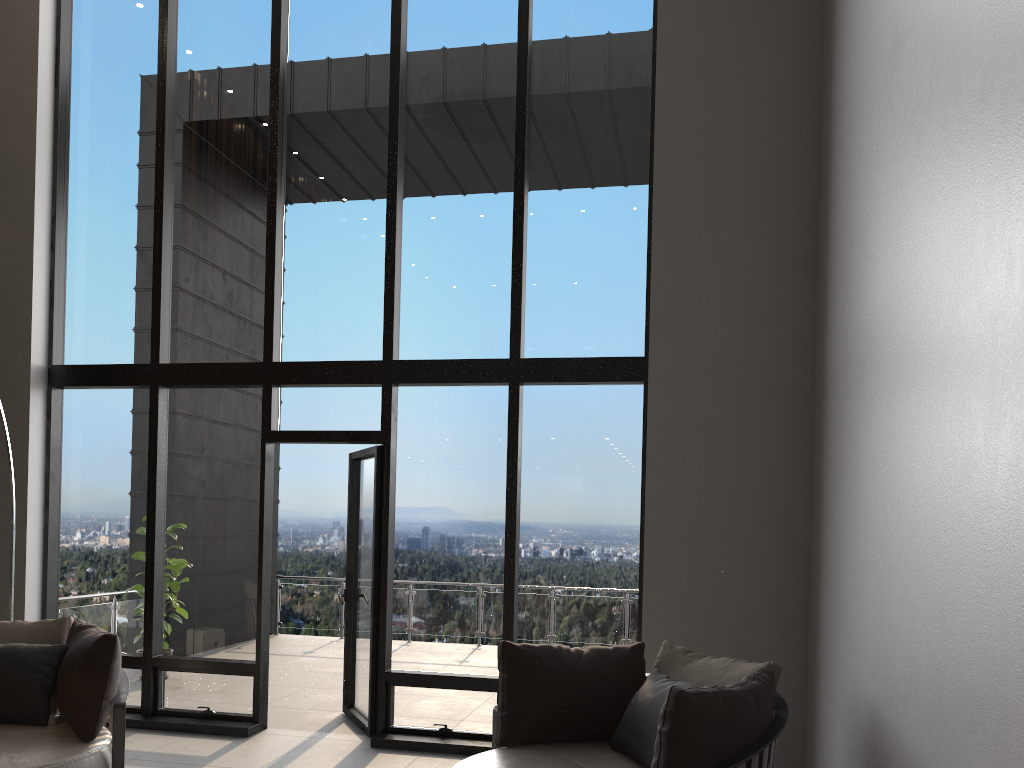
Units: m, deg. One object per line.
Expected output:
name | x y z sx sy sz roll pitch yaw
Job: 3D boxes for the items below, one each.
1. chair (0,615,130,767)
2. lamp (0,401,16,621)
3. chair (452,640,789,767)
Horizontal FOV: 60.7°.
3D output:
chair | -2.598 1.603 4.130 1.484 0.894 1.456 -4 -8 38
lamp | -2.769 0.916 4.326 0.320 2.321 2.047 1 -4 -12
chair | 0.425 1.623 3.785 1.444 0.894 1.496 -2 -8 28
